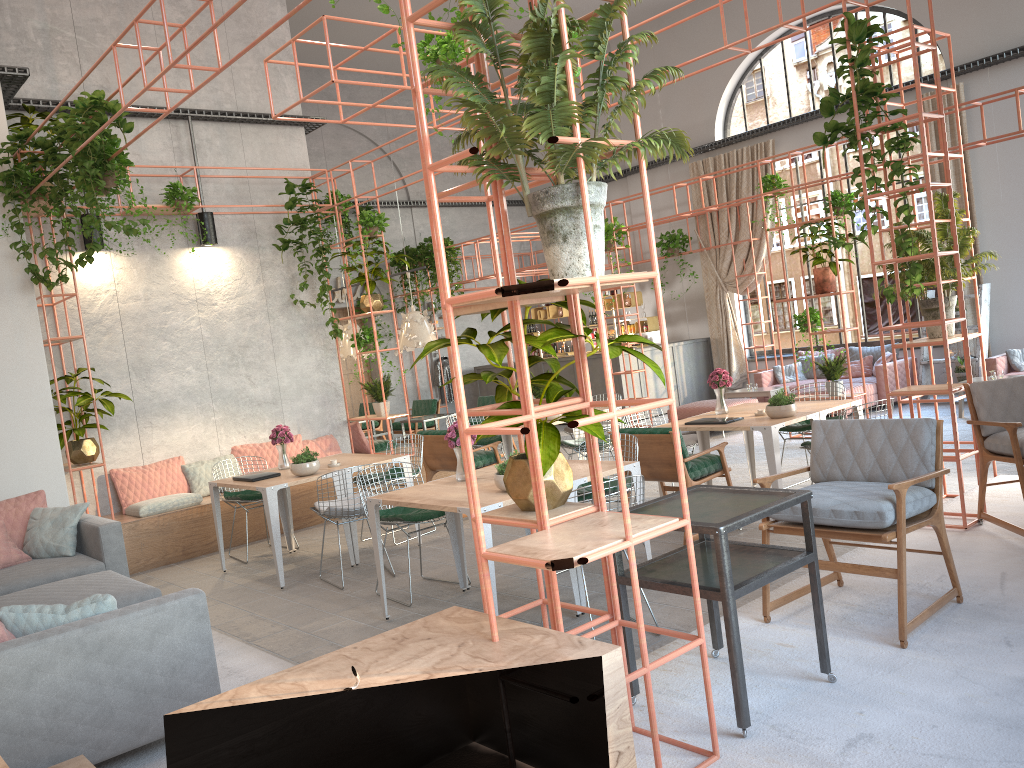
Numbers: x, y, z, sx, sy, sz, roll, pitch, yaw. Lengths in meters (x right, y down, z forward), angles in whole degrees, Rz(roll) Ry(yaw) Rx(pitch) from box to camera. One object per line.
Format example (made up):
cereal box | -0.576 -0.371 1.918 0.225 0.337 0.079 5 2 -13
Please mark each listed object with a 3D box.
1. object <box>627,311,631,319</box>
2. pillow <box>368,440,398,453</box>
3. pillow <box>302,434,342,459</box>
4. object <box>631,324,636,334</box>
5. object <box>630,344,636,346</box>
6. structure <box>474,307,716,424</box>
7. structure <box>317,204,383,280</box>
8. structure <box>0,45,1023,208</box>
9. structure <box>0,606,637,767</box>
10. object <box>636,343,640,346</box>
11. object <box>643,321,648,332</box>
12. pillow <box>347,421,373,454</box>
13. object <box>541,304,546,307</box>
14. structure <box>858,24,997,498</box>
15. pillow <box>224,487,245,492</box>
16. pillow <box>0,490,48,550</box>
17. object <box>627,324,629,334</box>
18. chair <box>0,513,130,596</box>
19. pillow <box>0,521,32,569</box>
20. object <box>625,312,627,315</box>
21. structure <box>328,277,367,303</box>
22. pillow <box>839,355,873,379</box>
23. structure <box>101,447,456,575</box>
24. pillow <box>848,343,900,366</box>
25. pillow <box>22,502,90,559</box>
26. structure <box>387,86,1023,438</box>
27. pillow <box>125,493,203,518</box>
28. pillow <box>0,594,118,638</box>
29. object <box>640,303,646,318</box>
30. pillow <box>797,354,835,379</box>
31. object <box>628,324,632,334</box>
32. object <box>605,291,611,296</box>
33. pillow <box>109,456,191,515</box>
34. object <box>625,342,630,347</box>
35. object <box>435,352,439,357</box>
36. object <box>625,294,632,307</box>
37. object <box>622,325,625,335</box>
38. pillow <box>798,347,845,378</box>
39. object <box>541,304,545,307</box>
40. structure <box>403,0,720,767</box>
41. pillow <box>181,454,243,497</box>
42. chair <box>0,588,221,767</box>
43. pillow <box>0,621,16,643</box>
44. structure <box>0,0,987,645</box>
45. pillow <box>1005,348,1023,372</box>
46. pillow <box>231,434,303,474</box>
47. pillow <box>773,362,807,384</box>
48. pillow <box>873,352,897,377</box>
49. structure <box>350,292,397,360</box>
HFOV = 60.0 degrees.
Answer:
object | 2.286 -1.337 17.293 0.083 0.159 0.083 -7 3 5
pillow | -1.900 0.850 11.935 0.491 0.149 0.637 -10 4 -39
pillow | -2.324 0.839 10.637 0.289 0.385 0.666 -5 4 45
object | 2.357 -1.074 17.217 0.069 0.191 0.069 -9 3 -23
object | 2.354 -0.791 17.308 0.115 0.107 0.115 -7 3 16
structure | 1.515 -0.398 17.580 2.579 2.022 4.057 -10 4 -40
structure | -3.336 -2.624 16.771 0.856 1.514 1.939 -5 4 44
structure | -0.463 -3.398 9.555 15.603 0.110 15.203 -10 4 -40
structure | -2.539 1.183 3.639 3.396 1.111 9.152 -10 4 -40
object | 2.448 -0.815 17.285 0.073 0.131 0.073 -5 4 43
object | 2.587 -1.102 17.009 0.131 0.207 0.131 -7 3 5
pillow | -2.174 0.720 11.570 0.839 0.474 0.276 -5 4 40
object | 0.689 -1.831 19.301 0.134 0.301 0.134 -5 4 39
structure | 3.202 -0.828 6.792 0.624 3.602 0.424 -10 4 -40
pillow | -2.761 1.088 9.726 0.637 0.149 0.491 -10 4 -39
pillow | -3.837 1.101 6.526 0.836 0.476 0.273 -10 4 -40
object | 2.307 -1.083 17.509 0.069 0.191 0.069 -8 3 -1
chair | -3.453 1.378 6.300 1.127 0.672 1.052 -10 4 -40
pillow | -3.745 1.169 6.248 0.441 0.317 0.479 -6 4 31
object | 2.227 -1.333 17.363 0.083 0.159 0.083 -7 3 5
structure | -3.296 -1.789 16.895 1.312 0.505 0.063 -10 4 -40
pillow | 5.291 -0.253 13.618 0.479 0.317 0.441 -6 4 31
structure | -4.238 1.472 11.850 4.386 0.500 5.831 -10 4 -40
pillow | 5.560 -0.359 13.696 0.273 0.476 0.836 -10 4 -40
pillow | -3.372 1.086 6.496 0.495 0.349 0.308 -7 3 10
structure | 3.698 -1.273 13.312 4.157 4.247 14.689 -10 4 -40
pillow | -3.551 1.232 9.051 0.637 0.149 0.491 -10 4 -39
pillow | -1.930 1.068 3.874 0.499 0.324 0.307 -8 3 -5
object | 2.541 -1.422 17.170 0.075 0.273 0.075 -5 4 39
pillow | 4.867 -0.269 14.310 0.289 0.385 0.666 -10 4 -40
object | 2.298 -1.070 17.286 0.069 0.191 0.069 -8 3 -5
object | 1.926 -1.918 17.836 0.134 0.301 0.134 -5 4 39
pillow | -3.793 1.056 9.411 0.276 0.474 0.839 -5 4 40
object | 2.271 -0.785 17.407 0.115 0.107 0.115 -11 4 -43
object | -1.548 -0.615 18.244 0.093 0.121 0.049 -10 4 -38
object | 2.279 -1.635 17.362 0.137 0.261 0.137 -8 3 -4
object | 2.193 -1.062 17.411 0.069 0.191 0.069 -9 4 -28
pillow | 4.985 -0.322 14.395 0.276 0.474 0.839 -10 4 -40
object | 0.670 -1.725 19.069 0.088 0.123 0.088 -7 3 16
structure | 0.273 -0.421 2.938 0.748 3.623 0.722 -10 4 -40
pillow | -3.289 1.015 9.811 0.289 0.385 0.666 -5 4 45
chair | -2.040 1.269 3.992 1.056 0.586 1.127 -10 4 -40
pillow | -2.315 1.071 3.859 0.289 0.385 0.666 -10 4 -40
structure | -3.086 -0.716 9.638 4.501 4.345 14.096 -10 4 -41
pillow | 6.773 -0.328 11.602 0.500 0.324 0.307 -8 3 -5
pillow | -2.800 0.878 10.203 0.839 0.474 0.276 -9 3 -20
pillow | 4.496 -0.168 14.300 0.500 0.324 0.307 -8 3 -5
pillow | 5.538 -0.284 13.237 0.308 0.349 0.495 -7 3 10
structure | -2.815 -1.244 17.395 0.950 1.527 0.921 -10 4 -42
